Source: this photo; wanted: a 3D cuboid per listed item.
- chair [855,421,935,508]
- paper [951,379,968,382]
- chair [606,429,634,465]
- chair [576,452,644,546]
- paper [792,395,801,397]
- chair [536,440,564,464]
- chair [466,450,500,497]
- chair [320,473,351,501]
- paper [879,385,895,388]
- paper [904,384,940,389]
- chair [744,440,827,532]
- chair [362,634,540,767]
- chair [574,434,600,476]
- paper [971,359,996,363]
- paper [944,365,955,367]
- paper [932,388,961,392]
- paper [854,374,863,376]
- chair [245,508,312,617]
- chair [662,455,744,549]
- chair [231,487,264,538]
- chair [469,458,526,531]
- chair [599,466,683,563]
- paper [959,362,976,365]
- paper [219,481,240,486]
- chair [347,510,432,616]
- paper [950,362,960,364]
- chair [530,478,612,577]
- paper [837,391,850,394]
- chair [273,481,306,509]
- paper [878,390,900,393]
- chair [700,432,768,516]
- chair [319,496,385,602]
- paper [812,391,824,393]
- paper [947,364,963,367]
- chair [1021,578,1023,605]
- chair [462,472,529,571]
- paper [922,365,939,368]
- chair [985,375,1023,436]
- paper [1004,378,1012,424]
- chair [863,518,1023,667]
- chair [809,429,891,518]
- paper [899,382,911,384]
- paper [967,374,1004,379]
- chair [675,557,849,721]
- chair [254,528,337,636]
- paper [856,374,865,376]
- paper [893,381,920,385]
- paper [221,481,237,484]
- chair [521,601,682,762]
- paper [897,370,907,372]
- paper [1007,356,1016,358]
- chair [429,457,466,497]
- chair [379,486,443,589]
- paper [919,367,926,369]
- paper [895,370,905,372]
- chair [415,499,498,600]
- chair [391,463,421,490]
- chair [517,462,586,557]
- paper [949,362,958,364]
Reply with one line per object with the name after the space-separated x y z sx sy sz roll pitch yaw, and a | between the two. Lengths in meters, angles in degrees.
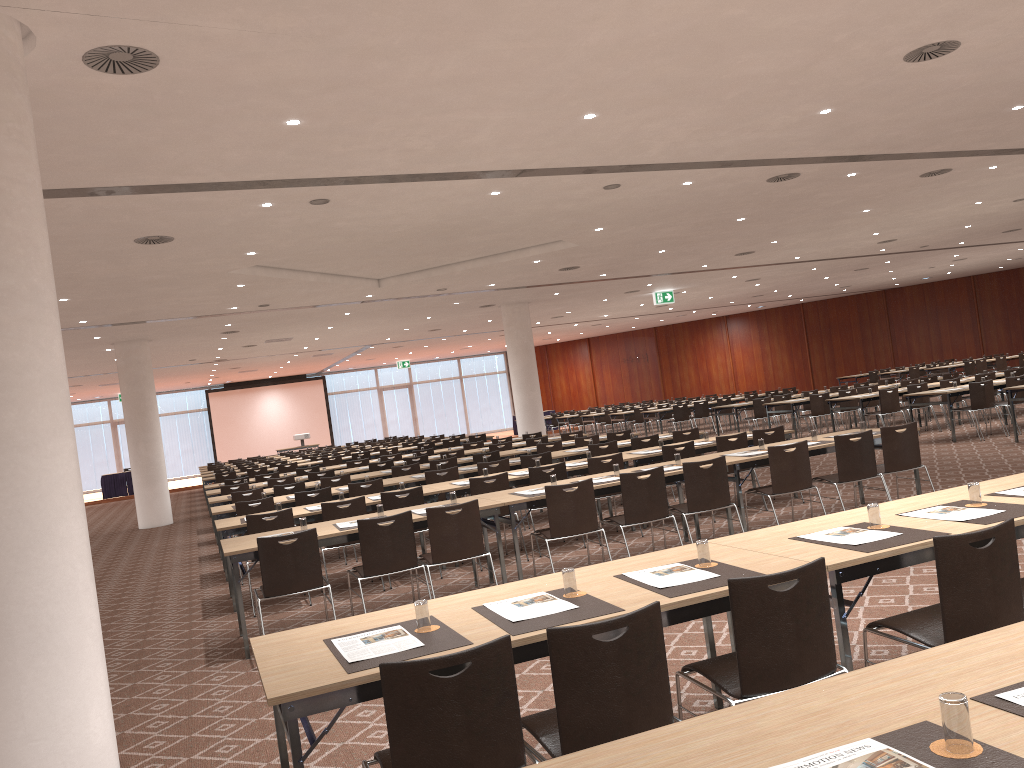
3.757 0.863 8.744 0.535 0.939 0.614 -8 0 -18 | chair
8.756 -0.060 17.546 0.283 0.006 0.398 -7 -1 -21 | paper
1.726 1.228 14.381 0.535 0.939 0.614 -8 0 -18 | chair
1.020 1.255 9.862 0.535 0.939 0.614 -8 0 -21 | chair
6.535 0.301 20.932 0.460 0.003 0.566 -7 -1 -20 | paper
0.582 1.378 13.958 0.535 0.939 0.614 -8 0 -20 | chair
-0.390 1.505 13.562 0.535 0.939 0.614 -8 0 -21 | chair
-2.535 1.788 12.852 0.535 0.939 0.614 -8 0 -23 | chair
8.178 0.051 19.369 0.460 0.003 0.566 -7 -1 -20 | paper
7.919 0.053 17.174 0.460 0.003 0.566 -7 -1 -21 | paper
2.558 1.021 8.345 0.535 0.939 0.614 -8 0 -18 | chair
-0.198 1.317 2.977 0.535 0.939 0.614 -8 0 -19 | chair
1.187 1.299 14.227 0.535 0.939 0.614 -8 0 -22 | chair
14.729 -0.720 27.655 0.460 0.003 0.566 -7 -1 -21 | paper
13.431 -0.551 27.280 0.283 0.006 0.398 -8 -1 -19 | paper
7.308 0.098 14.881 0.283 0.006 0.398 -7 -1 -23 | paper
12.080 -0.309 31.018 0.283 0.006 0.398 -7 -1 -20 | paper
-2.311 1.693 8.631 0.535 0.939 0.614 -8 0 -19 | chair
1.697 1.133 7.946 0.535 0.939 0.614 -8 0 -19 | chair
-3.659 1.935 12.391 0.535 0.939 0.614 -8 0 -23 | chair
-0.236 1.452 11.490 0.535 0.939 0.614 -8 0 -20 | chair
1.117 1.210 7.768 0.535 0.939 0.614 -8 0 -21 | chair
14.112 -0.638 27.454 0.460 0.003 0.566 -7 -1 -21 | paper
-5.233 1.847 16.553 0.460 0.003 0.566 -8 -1 -19 | paper
-0.984 1.486 6.992 0.535 0.939 0.614 -8 0 -23 | chair
14.933 -0.714 29.877 0.460 0.003 0.566 -8 -1 -18 | paper
0.488 1.293 7.581 0.535 0.939 0.614 -8 0 -18 | chair
7.245 0.175 19.065 0.460 0.003 0.566 -8 -1 -18 | paper
-3.117 1.864 12.555 0.535 0.939 0.614 -8 0 -21 | chair
7.241 0.139 16.976 0.283 0.006 0.398 -7 -1 -22 | paper
2.540 1.055 10.423 0.535 0.939 0.614 -8 0 -22 | chair
-1.650 1.606 8.838 0.535 0.939 0.614 -8 0 -21 | chair
7.371 0.188 21.322 0.283 0.006 0.398 -8 -1 -19 | paper
13.502 -0.558 27.252 0.460 0.003 0.566 -8 -1 -19 | paper
2.404 0.975 3.939 0.535 0.939 0.614 -8 0 -21 | chair
-0.244 1.421 9.358 0.535 0.939 0.614 -8 0 -22 | chair
14.042 -0.596 29.558 0.460 0.003 0.566 -7 -1 -23 | paper
8.177 0.346 14.557 0.535 0.939 0.614 -8 0 -21 | chair
10.113 0.156 15.985 2.266 0.833 0.953 -8 -1 -20 | paper
1.855 1.046 3.699 0.535 0.939 0.614 -8 0 -21 | chair
3.230 0.931 8.512 0.535 0.939 0.614 -8 0 -17 | chair
8.687 -0.018 19.660 0.283 0.006 0.398 -7 -1 -20 | paper
9.435 -0.146 17.741 0.460 0.003 0.566 -8 -1 -19 | paper
0.998 1.160 3.464 0.535 0.939 0.614 -8 0 -20 | chair
-1.658 1.574 6.706 0.535 0.939 0.614 -8 0 -20 | chair
12.148 -0.315 30.963 0.460 0.003 0.566 -7 -1 -21 | paper
8.723 -0.020 19.604 0.460 0.003 0.566 -7 -1 -22 | paper
-5.304 1.854 16.639 0.283 0.006 0.398 -7 -1 -20 | paper
0.312 1.249 3.129 0.535 0.939 0.614 -8 0 -23 | chair
12.803 -0.434 29.081 0.460 0.003 0.566 -7 -1 -23 | paper
15.600 -0.834 27.987 0.460 0.003 0.566 -7 -1 -22 | paper
-1.030 1.591 13.407 0.535 0.939 0.614 -8 0 -22 | chair
-1.103 1.534 9.077 0.535 0.939 0.614 -8 0 -19 | chair
13.397 -0.511 29.327 0.460 0.003 0.566 -7 -1 -20 | paper
12.715 -0.424 29.154 0.283 0.006 0.398 -7 -1 -20 | paper
-0.467 1.417 7.146 0.535 0.939 0.614 -8 0 -21 | chair
-1.566 1.660 13.165 0.535 0.939 0.614 -8 0 -23 | chair
0.384 1.339 9.671 0.535 0.939 0.614 -8 0 -19 | chair
14.872 -0.708 29.930 0.283 0.006 0.398 -7 -1 -21 | paper
